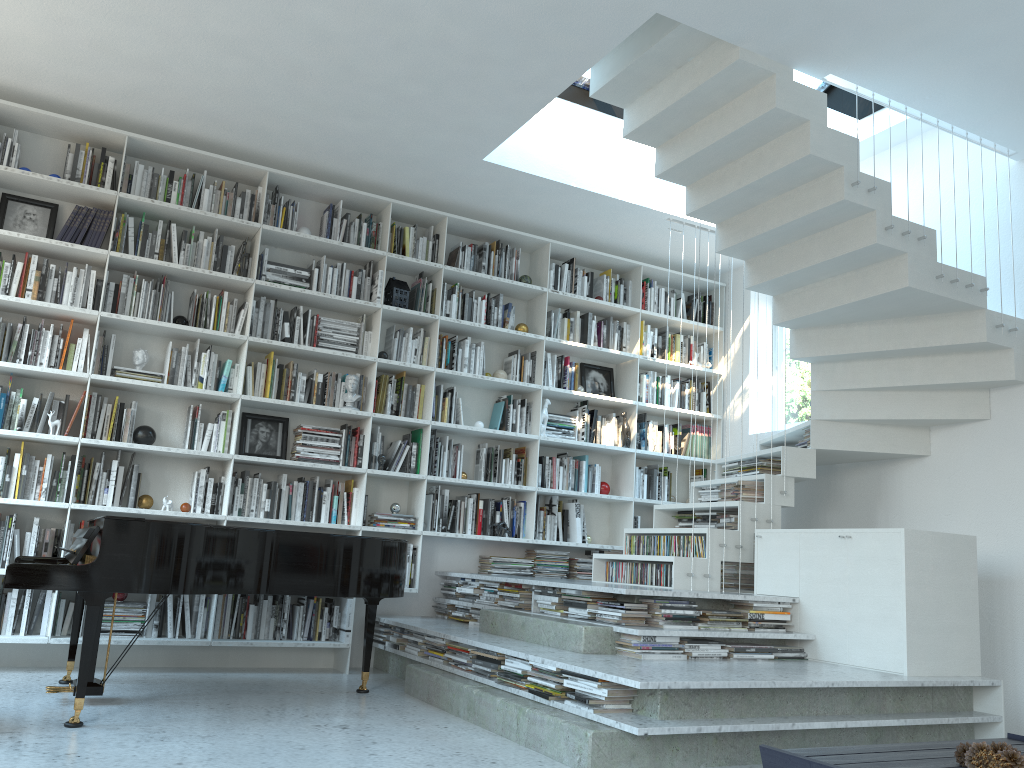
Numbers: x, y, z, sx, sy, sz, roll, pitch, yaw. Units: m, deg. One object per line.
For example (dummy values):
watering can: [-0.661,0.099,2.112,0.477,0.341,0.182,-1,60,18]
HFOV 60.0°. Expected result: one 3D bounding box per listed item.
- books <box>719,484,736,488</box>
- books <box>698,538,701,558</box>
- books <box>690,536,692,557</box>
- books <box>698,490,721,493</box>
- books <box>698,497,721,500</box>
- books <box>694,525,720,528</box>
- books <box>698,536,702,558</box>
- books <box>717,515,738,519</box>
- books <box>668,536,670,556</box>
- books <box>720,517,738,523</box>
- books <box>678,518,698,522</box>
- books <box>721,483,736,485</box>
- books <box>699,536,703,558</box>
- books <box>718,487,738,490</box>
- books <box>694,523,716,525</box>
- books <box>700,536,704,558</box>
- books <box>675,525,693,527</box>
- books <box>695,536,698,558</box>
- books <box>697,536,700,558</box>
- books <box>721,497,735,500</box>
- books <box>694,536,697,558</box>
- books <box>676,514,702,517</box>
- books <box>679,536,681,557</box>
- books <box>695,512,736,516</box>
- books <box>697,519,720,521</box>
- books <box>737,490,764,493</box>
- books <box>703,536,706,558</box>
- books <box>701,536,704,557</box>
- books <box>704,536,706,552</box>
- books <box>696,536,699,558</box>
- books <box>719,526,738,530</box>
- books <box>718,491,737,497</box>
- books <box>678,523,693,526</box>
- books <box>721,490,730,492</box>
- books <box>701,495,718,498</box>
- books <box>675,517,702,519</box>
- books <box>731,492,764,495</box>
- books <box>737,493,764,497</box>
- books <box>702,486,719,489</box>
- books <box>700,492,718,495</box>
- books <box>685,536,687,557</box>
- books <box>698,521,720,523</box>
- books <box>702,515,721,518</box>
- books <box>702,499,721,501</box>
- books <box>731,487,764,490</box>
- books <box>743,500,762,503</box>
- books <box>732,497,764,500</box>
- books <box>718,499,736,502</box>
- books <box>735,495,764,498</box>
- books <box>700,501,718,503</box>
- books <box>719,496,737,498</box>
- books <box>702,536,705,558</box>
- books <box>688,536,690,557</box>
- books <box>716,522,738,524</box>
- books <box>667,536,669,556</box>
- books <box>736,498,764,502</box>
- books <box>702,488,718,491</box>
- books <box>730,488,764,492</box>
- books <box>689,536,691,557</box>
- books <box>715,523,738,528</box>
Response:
books: [1.466,0.669,5.743,0.166,0.017,0.190,9,-13,-24]
books: [1.136,0.951,5.152,0.125,0.123,0.034,9,-12,-27]
books: [1.102,0.961,5.217,0.125,0.125,0.008,9,-12,-27]
books: [1.398,0.733,6.006,0.173,0.011,0.203,11,-13,-31]
books: [1.413,0.782,6.006,0.145,0.012,0.297,10,-13,-27]
books: [1.307,0.920,5.693,0.175,0.016,0.207,11,-13,-32]
books: [1.140,0.950,5.145,0.125,0.123,0.034,9,-12,-27]
books: [1.370,0.816,5.425,0.169,0.014,0.212,5,-12,-7]
books: [1.006,0.991,5.398,0.125,0.125,0.009,9,-12,-27]
books: [1.381,0.838,5.422,0.141,0.028,0.223,5,-12,-8]
books: [1.221,0.912,5.904,0.140,0.022,0.181,11,-14,-33]
books: [1.465,0.658,5.750,0.155,0.009,0.155,9,-13,-27]
books: [1.143,0.949,5.138,0.125,0.123,0.035,9,-12,-27]
books: [1.466,0.684,5.739,0.218,0.012,0.156,6,-12,-11]
books: [1.308,0.905,5.696,0.184,0.013,0.226,10,-13,-29]
books: [1.147,0.948,5.132,0.125,0.123,0.036,9,-12,-27]
books: [1.206,0.951,5.890,0.159,0.012,0.225,8,-12,-19]
books: [1.125,0.955,5.173,0.125,0.123,0.034,9,-12,-27]
books: [1.133,0.953,5.159,0.125,0.122,0.036,9,-12,-27]
books: [1.455,0.749,5.742,0.139,0.013,0.155,9,-13,-25]
books: [1.117,0.956,5.189,0.125,0.125,0.011,9,-12,-27]
books: [1.219,0.880,5.908,0.161,0.012,0.195,10,-13,-29]
books: [1.054,0.976,5.306,0.125,0.125,0.007,9,-12,-27]
books: [1.312,0.842,5.708,0.177,0.014,0.194,11,-13,-32]
books: [1.308,0.880,5.700,0.189,0.012,0.155,9,-12,-24]
books: [1.513,0.676,5.492,0.231,0.011,0.172,2,-12,9]
books: [1.158,0.945,5.111,0.125,0.123,0.036,9,-12,-27]
books: [1.151,0.947,5.125,0.125,0.123,0.035,9,-12,-27]
books: [1.162,0.943,5.104,0.125,0.123,0.034,9,-12,-27]
books: [1.129,0.954,5.166,0.125,0.123,0.035,9,-12,-27]
books: [1.375,0.885,5.413,0.136,0.017,0.289,4,-11,-4]
books: [1.469,0.717,5.721,0.178,0.035,0.222,8,-12,-22]
books: [1.219,0.940,5.899,0.145,0.015,0.166,11,-13,-32]
books: [1.457,0.698,5.754,0.159,0.012,0.129,6,-12,-12]
books: [1.415,0.767,6.010,0.143,0.019,0.231,10,-13,-27]
books: [1.216,0.896,5.904,0.160,0.009,0.208,10,-13,-30]
books: [1.511,0.681,5.476,0.295,0.006,0.147,2,-12,7]
books: [1.511,0.691,5.474,0.214,0.014,0.138,4,-11,0]
books: [1.412,0.709,6.017,0.157,0.014,0.180,10,-13,-28]
books: [1.412,0.749,6.011,0.150,0.016,0.240,10,-13,-28]
books: [1.081,0.968,5.257,0.125,0.125,0.008,9,-12,-27]
books: [1.320,0.894,5.704,0.150,0.013,0.220,8,-12,-21]
books: [1.333,0.861,5.716,0.133,0.017,0.178,8,-12,-23]
books: [1.404,0.791,6.000,0.160,0.010,0.180,9,-12,-24]
books: [1.513,0.656,5.480,0.295,0.007,0.146,2,-12,7]
books: [1.510,0.739,5.487,0.206,0.012,0.183,4,-11,0]
books: [1.512,0.718,5.496,0.254,0.007,0.189,4,-11,0]
books: [1.461,0.760,5.725,0.200,0.014,0.178,8,-12,-22]
books: [1.511,0.707,5.485,0.222,0.011,0.180,3,-11,4]
books: [1.411,0.803,6.002,0.138,0.010,0.254,10,-13,-29]
books: [1.466,0.737,5.721,0.188,0.005,0.182,9,-13,-27]
books: [1.154,0.946,5.118,0.125,0.123,0.034,9,-12,-27]
books: [1.094,0.963,5.232,0.125,0.125,0.010,9,-12,-27]
books: [1.372,0.854,5.418,0.161,0.007,0.254,5,-12,-7]
books: [1.001,0.993,5.406,0.125,0.125,0.013,9,-12,-27]
books: [1.510,0.726,5.484,0.215,0.013,0.189,3,-11,5]
books: [1.408,0.722,6.013,0.157,0.014,0.180,10,-13,-30]
books: [1.512,0.664,5.479,0.295,0.007,0.146,3,-11,3]
books: [1.098,0.962,5.224,0.125,0.125,0.008,9,-12,-27]
books: [1.356,0.866,5.414,0.172,0.019,0.240,4,-11,-2]
